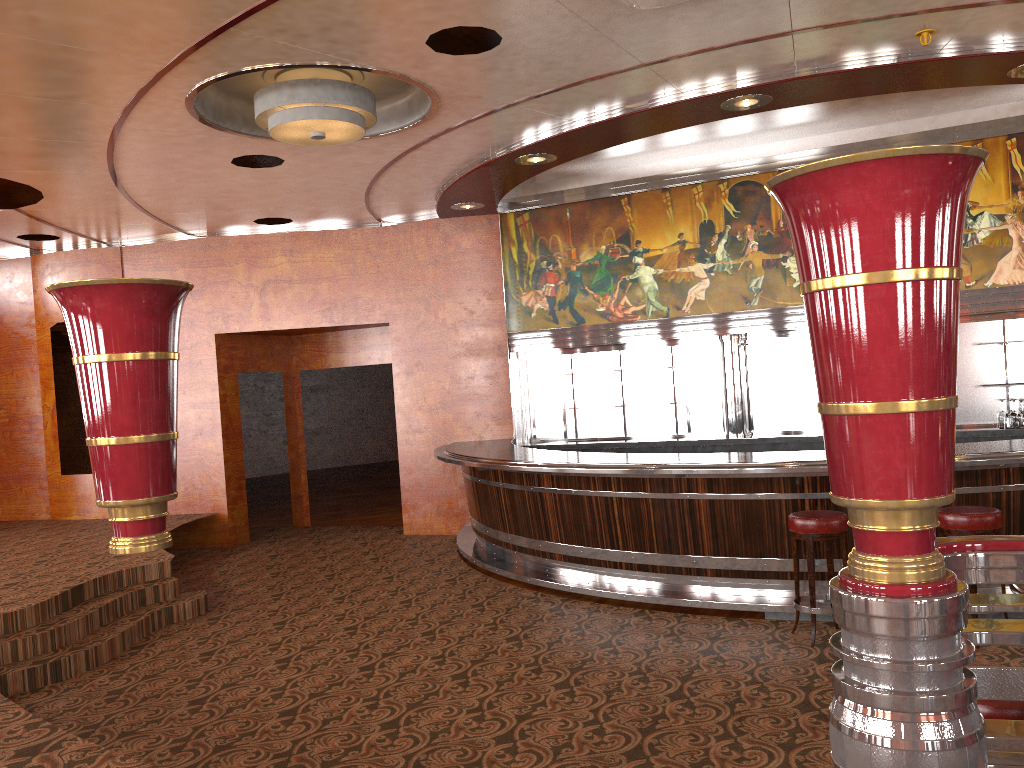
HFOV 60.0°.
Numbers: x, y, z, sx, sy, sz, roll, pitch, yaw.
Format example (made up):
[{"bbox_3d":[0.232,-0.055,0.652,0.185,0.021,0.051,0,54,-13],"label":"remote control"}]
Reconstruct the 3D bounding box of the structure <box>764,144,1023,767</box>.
[{"bbox_3d":[2.664,-0.308,1.770,4.353,3.606,0.549,-4,1,-1],"label":"structure"}]

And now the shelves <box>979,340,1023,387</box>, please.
[{"bbox_3d":[4.277,-0.264,7.962,2.595,0.568,0.339,-4,1,25],"label":"shelves"}]

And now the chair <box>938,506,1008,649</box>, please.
[{"bbox_3d":[2.686,1.109,5.177,0.350,0.755,0.350,-4,1,-24],"label":"chair"}]

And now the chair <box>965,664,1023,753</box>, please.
[{"bbox_3d":[1.367,1.205,2.476,0.350,0.755,0.350,-4,1,-16],"label":"chair"}]

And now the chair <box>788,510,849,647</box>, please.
[{"bbox_3d":[1.876,1.163,5.374,0.350,0.755,0.350,-4,1,-1],"label":"chair"}]

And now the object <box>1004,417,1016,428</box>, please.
[{"bbox_3d":[5.042,0.274,7.614,1.425,0.135,0.403,-4,0,31],"label":"object"}]

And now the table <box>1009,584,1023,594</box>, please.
[{"bbox_3d":[1.983,1.061,2.624,0.850,0.960,0.849,-4,1,27],"label":"table"}]

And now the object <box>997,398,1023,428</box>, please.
[{"bbox_3d":[4.751,0.238,7.693,0.951,0.245,0.396,-4,0,28],"label":"object"}]

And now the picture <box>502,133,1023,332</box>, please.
[{"bbox_3d":[2.754,-1.417,8.570,6.256,1.323,0.001,-4,1,25],"label":"picture"}]

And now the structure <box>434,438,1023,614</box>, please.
[{"bbox_3d":[2.235,0.988,7.142,7.813,1.047,3.205,-4,0,25],"label":"structure"}]
